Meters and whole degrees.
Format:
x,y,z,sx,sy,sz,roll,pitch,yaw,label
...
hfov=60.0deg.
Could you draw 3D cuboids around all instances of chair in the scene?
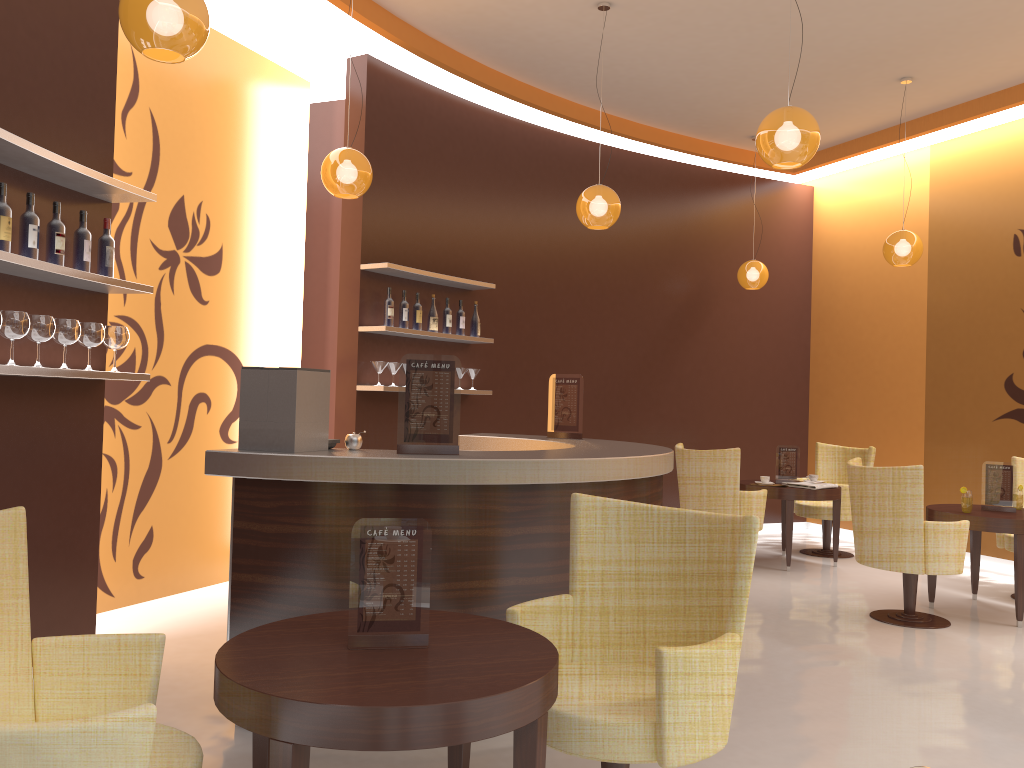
x,y,z,sx,sy,sz,roll,pitch,yaw,label
0.362,0.886,2.745,0.729,1.017,0.685,1,-2,43,chair
2.526,1.006,5.707,0.685,1.017,0.729,2,-1,-8,chair
1.701,1.013,7.296,0.685,1.017,0.729,2,-1,-28,chair
2.980,1.068,8.251,0.685,1.017,0.729,2,-1,-25,chair
-1.066,0.830,2.028,0.685,1.017,0.729,2,-1,-18,chair
3.941,1.062,6.451,0.685,1.017,0.729,2,-1,-37,chair

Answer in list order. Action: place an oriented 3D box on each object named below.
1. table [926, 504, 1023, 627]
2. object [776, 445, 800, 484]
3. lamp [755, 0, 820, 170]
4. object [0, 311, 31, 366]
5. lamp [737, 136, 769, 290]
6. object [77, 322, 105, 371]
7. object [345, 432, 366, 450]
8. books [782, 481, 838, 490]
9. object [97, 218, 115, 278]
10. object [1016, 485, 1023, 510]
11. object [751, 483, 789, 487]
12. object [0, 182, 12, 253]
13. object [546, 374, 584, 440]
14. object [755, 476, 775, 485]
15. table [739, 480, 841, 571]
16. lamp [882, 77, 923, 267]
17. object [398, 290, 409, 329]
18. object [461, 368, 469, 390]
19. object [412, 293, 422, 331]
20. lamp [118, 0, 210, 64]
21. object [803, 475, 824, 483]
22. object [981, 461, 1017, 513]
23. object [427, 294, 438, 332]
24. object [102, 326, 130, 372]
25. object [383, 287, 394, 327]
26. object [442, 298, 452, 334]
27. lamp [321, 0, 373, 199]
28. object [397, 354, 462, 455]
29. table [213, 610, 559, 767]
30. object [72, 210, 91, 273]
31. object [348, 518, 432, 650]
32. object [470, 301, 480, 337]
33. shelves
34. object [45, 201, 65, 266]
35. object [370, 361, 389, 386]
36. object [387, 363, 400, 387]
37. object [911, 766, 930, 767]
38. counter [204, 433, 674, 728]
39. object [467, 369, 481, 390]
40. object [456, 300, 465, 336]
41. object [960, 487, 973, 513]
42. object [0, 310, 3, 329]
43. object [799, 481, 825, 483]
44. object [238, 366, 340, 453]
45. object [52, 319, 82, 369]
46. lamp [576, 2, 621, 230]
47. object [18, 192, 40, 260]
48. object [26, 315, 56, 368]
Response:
x,y,z,sx,sy,sz,roll,pitch,yaw,label
3.277,1.203,6.000,0.872,0.679,0.874,2,-1,7,table
2.411,0.704,7.752,0.209,0.335,0.042,2,-1,-2,object
1.346,-1.799,4.285,0.299,1.500,0.299,1,-2,43,lamp
-1.997,-0.178,3.545,0.125,0.221,0.125,2,-1,0,object
2.384,-1.683,8.724,0.299,1.500,0.299,2,-1,-25,lamp
-1.925,-0.167,4.041,0.125,0.221,0.125,2,-1,0,object
-0.684,0.246,3.831,0.075,0.077,0.075,1,-1,34,object
2.513,0.852,7.467,0.367,0.035,0.345,2,-1,-35,books
-1.891,-0.623,4.131,0.073,0.297,0.073,2,-1,-15,object
3.530,0.789,6.186,0.067,0.171,0.072,1,-1,23,object
2.132,0.849,7.527,0.239,0.021,0.464,2,-1,-11,object
-2.001,-0.639,3.473,0.073,0.297,0.073,1,-1,35,object
0.343,0.143,5.685,0.258,0.414,0.052,1,-1,34,object
2.149,0.820,7.538,0.153,0.069,0.153,2,-1,2,object
2.384,1.210,7.693,0.872,0.679,0.874,1,-1,12,table
3.137,-1.693,7.089,0.299,1.500,0.299,1,-1,18,lamp
-0.800,-0.545,6.561,0.073,0.297,0.073,1,-1,13,object
-0.416,-0.040,7.107,0.137,0.174,0.137,2,-1,0,object
-0.715,-0.540,6.692,0.073,0.297,0.073,2,-1,-27,object
-1.196,-1.896,3.116,0.299,1.500,0.299,1,-2,44,lamp
2.675,0.842,7.860,0.153,0.069,0.153,3,-1,-41,object
2.885,0.701,6.874,0.187,0.335,2.090,2,-1,-28,object
-0.611,-0.539,6.848,0.086,0.303,0.086,3,-1,-41,object
-1.882,-0.162,4.205,0.125,0.221,0.125,2,-1,0,object
-0.891,-0.550,6.416,0.073,0.297,0.073,1,-1,13,object
-0.510,-0.528,6.970,0.073,0.297,0.073,1,-1,13,object
-0.949,-1.848,5.211,0.299,1.500,0.299,2,-1,-7,lamp
-0.342,0.084,3.675,0.258,0.414,0.052,2,-1,-11,object
-0.324,1.026,2.299,0.872,0.679,0.874,1,-1,22,table
-1.924,-0.628,3.970,0.073,0.297,0.073,2,-1,-27,object
-0.318,0.520,2.322,0.209,0.335,0.042,2,-1,-11,object
-0.300,-0.522,7.231,0.086,0.303,0.086,2,-1,-10,object
-1.294,-0.433,5.202,0.586,0.902,4.744,1,-1,22,shelves
-1.954,-0.632,3.798,0.073,0.297,0.073,2,-1,-15,object
-0.951,-0.072,6.358,0.137,0.174,0.137,1,-1,30,object
-0.867,-0.067,6.488,0.137,0.174,0.137,1,-1,30,object
0.422,0.511,0.742,0.209,0.335,0.042,1,-1,40,object
0.011,0.870,4.604,1.586,1.100,2.917,1,-1,20,counter
-0.320,-0.035,7.229,0.137,0.174,0.137,1,-1,40,object
-0.412,-0.523,7.095,0.073,0.297,0.073,1,-1,13,object
3.016,0.768,5.878,0.072,0.171,0.067,3,-1,-42,object
-2.016,-0.182,3.383,0.125,0.221,0.125,2,-1,0,object
2.693,0.871,7.861,0.239,0.021,0.464,2,-1,-28,object
-0.921,0.106,3.747,0.270,0.340,0.373,1,-1,20,object
-1.952,-0.171,3.873,0.125,0.221,0.125,2,-1,0,object
0.594,-1.789,5.920,0.299,1.500,0.299,2,-1,-7,lamp
-1.980,-0.636,3.639,0.073,0.297,0.073,2,-1,-15,object
-1.978,-0.175,3.707,0.125,0.221,0.125,2,-1,0,object
